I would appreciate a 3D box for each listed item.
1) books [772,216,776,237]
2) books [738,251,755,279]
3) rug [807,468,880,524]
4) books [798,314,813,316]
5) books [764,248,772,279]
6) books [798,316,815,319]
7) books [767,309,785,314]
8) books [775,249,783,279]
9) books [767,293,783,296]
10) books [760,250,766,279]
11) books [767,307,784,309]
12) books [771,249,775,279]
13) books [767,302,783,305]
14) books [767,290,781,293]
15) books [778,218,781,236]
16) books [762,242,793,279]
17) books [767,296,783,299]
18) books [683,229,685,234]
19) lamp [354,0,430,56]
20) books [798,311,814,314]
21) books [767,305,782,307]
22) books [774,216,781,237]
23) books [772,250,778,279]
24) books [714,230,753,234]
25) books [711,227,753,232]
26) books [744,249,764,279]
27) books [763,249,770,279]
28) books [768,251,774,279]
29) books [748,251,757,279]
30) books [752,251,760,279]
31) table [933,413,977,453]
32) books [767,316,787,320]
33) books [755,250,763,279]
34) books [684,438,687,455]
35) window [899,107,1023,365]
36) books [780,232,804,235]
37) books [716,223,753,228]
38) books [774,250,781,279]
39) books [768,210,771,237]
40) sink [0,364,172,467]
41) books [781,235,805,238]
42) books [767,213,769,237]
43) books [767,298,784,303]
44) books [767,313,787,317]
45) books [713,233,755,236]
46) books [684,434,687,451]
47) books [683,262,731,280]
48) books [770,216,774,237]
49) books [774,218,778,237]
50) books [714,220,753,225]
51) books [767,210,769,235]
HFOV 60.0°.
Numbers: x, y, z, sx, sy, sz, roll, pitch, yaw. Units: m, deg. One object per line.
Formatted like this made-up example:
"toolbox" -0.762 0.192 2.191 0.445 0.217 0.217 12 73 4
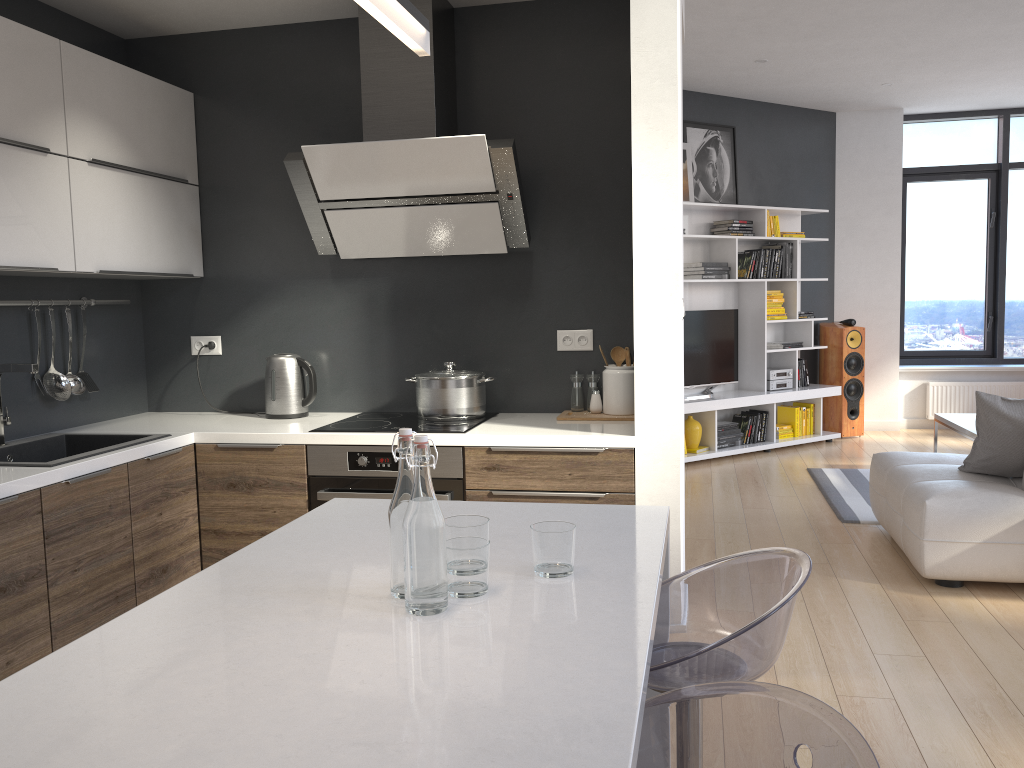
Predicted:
"books" 2.185 -1.335 7.552 0.044 0.178 0.128 -5 6 -33
"books" 1.944 -0.997 7.474 0.104 0.234 0.182 -5 6 -33
"rug" 3.194 0.709 5.662 2.326 0.016 1.662 0 5 12
"books" 2.553 -0.612 7.873 0.198 0.015 0.142 -5 6 -34
"books" 2.126 -1.026 7.596 0.066 0.260 0.197 -5 6 -33
"books" 2.556 -0.593 7.873 0.213 0.023 0.161 -4 6 -29
"books" 2.216 -0.632 7.714 0.243 0.042 0.189 -5 6 -33
"books" 2.248 -1.035 7.671 0.066 0.260 0.197 -5 6 -33
"books" 2.219 -0.776 7.714 0.223 0.023 0.163 -4 6 -29
"books" 2.070 -1.011 7.553 0.068 0.243 0.179 -5 6 -34
"books" 2.206 -0.661 7.722 0.251 0.014 0.189 -4 6 -30
"books" 2.165 -1.026 7.618 0.075 0.254 0.192 -5 6 -34
"books" 2.209 -0.698 7.718 0.239 0.019 0.171 -5 6 -33
"books" 2.198 -0.800 7.726 0.223 0.023 0.163 -4 6 -29
"books" 2.233 -1.343 7.597 0.044 0.184 0.142 -5 6 -32
"books" 2.313 -1.069 7.744 0.128 0.321 0.259 -5 6 -33
"books" 2.211 -0.752 7.715 0.227 0.022 0.160 -3 6 -17
"books" 1.168 -1.191 6.970 0.310 0.047 0.250 -5 7 -37
"lamp" -0.267 -0.911 1.054 0.020 0.756 0.998 0 5 12
"books" 2.547 -0.632 7.885 0.213 0.023 0.161 -4 6 -29
"books" 2.209 -0.676 7.699 0.217 0.023 0.145 -4 6 -29
"books" 2.219 -1.341 7.577 0.064 0.184 0.141 -5 6 -32
"books" 2.194 -1.022 7.622 0.071 0.243 0.179 -5 6 -34
"books" 1.849 -1.265 7.418 0.264 0.020 0.189 -5 6 -34
"books" 1.840 -1.292 7.434 0.284 0.030 0.214 -4 6 -29
"books" 2.044 -1.016 7.543 0.075 0.254 0.192 -5 6 -34
"books" 2.099 -1.018 7.577 0.084 0.249 0.191 -5 6 -33
"books" 2.160 -1.015 7.585 0.069 0.242 0.172 -5 6 -32
"books" 1.970 -0.999 7.496 0.096 0.234 0.187 -5 6 -32
"books" 2.003 -1.001 7.502 0.081 0.233 0.169 -5 6 -34
"table" 3.442 0.476 5.711 1.091 0.435 1.091 0 5 12
"books" 2.227 -0.573 7.710 0.257 0.028 0.194 -4 6 -28
"books" 2.039 -1.005 7.510 0.069 0.242 0.172 -5 6 -32
"books" 1.310 0.457 7.031 0.067 0.193 0.148 -5 6 -32
"window" 4.674 -1.390 8.483 1.960 2.402 0.170 0 5 12
"books" 2.386 -1.308 7.748 0.257 0.024 0.203 -4 6 -30
"books" 1.857 -1.319 7.411 0.246 0.026 0.180 -4 6 -30
"books" 2.220 -1.028 7.652 0.084 0.249 0.191 -5 6 -33
"books" 2.126 -1.356 7.547 0.054 0.224 0.164 -5 6 -34
"sink" -1.570 0.189 3.016 0.512 0.518 0.626 0 5 12
"books" 2.393 -1.282 7.745 0.257 0.028 0.194 -4 6 -28
"books" 2.096 -1.352 7.495 0.041 0.229 0.161 -5 6 -34
"books" 2.218 -0.725 7.719 0.239 0.033 0.176 -4 6 -30
"books" 2.219 -0.598 7.713 0.257 0.024 0.203 -4 6 -30
"books" 1.853 -1.240 7.418 0.284 0.030 0.214 -4 6 -29
"books" 1.326 0.454 7.052 0.046 0.193 0.149 -5 6 -32
"books" 1.580 -0.923 7.283 0.343 0.137 0.277 -5 7 -38
"books" 2.164 -1.334 7.547 0.054 0.180 0.132 -5 6 -33
"books" 2.207 -1.326 7.553 0.046 0.161 0.108 -5 6 -34
"books" 1.848 -1.346 7.416 0.266 0.030 0.209 -6 7 -39
"books" 2.105 -1.353 7.523 0.041 0.224 0.163 -5 6 -35
